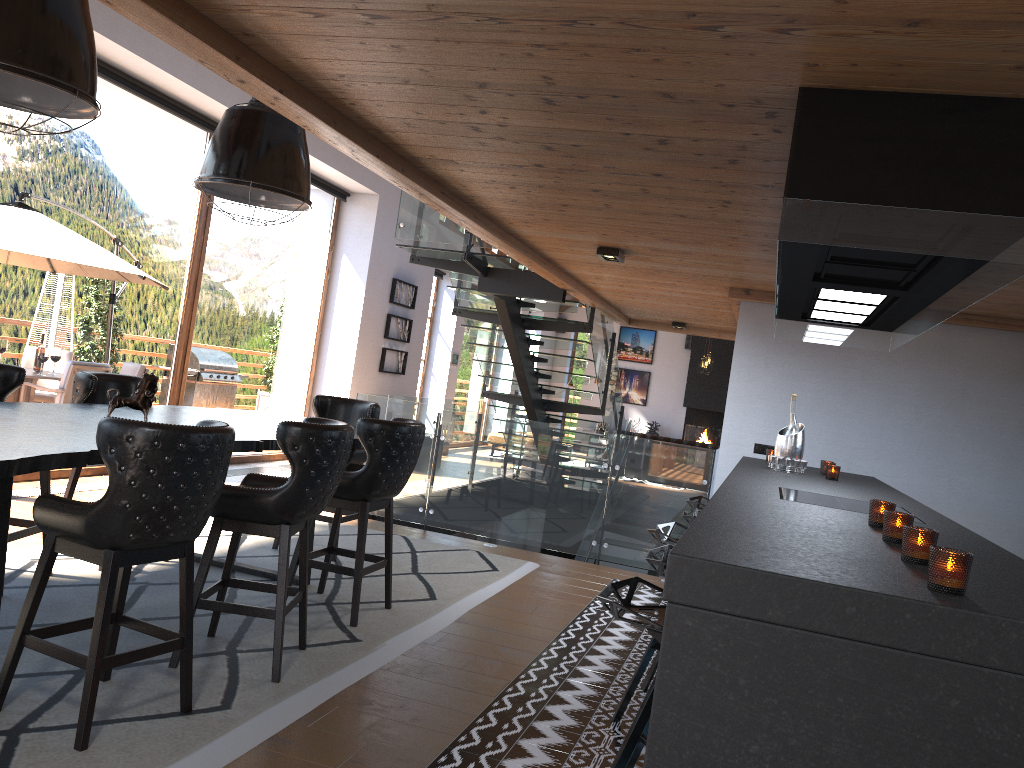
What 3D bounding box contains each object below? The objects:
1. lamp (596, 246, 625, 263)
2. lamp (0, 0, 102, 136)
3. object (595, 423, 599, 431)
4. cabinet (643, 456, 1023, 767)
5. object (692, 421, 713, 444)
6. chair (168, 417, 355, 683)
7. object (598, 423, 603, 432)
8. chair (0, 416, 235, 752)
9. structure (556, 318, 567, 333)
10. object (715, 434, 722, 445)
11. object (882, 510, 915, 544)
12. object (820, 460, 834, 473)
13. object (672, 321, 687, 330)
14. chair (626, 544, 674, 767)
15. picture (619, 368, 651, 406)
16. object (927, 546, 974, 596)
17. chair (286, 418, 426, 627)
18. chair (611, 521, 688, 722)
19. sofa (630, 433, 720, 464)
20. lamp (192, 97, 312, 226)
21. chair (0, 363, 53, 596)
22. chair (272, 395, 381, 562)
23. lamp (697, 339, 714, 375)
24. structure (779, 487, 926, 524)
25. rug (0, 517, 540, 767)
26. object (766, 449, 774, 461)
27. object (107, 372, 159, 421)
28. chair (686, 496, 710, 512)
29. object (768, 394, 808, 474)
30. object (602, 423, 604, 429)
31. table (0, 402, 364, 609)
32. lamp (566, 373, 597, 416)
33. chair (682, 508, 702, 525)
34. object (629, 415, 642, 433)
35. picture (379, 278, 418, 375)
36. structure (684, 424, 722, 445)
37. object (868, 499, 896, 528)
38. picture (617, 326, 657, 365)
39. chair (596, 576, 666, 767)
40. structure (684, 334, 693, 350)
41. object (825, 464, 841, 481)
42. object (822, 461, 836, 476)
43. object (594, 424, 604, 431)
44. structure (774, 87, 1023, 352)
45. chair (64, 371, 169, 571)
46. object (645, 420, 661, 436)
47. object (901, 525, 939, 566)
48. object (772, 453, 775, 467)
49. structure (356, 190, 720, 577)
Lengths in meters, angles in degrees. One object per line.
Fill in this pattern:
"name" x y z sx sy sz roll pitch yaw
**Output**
"lamp" 0.682 -0.897 6.107 0.154 0.068 0.262 8 0 16
"lamp" -1.517 -3.249 3.264 0.627 4.686 0.615 9 -1 -29
"object" 1.610 0.848 16.614 0.087 0.286 0.088 8 -1 28
"cabinet" 1.319 1.029 3.908 0.884 1.104 4.827 8 0 16
"object" 3.681 1.139 17.110 0.403 0.808 0.625 8 -1 27
"chair" -1.053 0.682 3.897 0.568 1.092 0.504 8 -1 0
"object" 1.654 0.855 16.533 0.088 0.286 0.086 9 -1 -34
"chair" -1.347 0.650 3.123 0.563 1.092 0.508 8 -1 25
"structure" 1.200 -1.415 21.470 0.212 0.349 0.215 8 -1 16
"object" 4.619 1.532 19.677 0.310 1.018 0.305 9 -1 -29
"object" 1.065 0.396 2.449 0.080 0.081 0.078 9 0 -29
"object" 1.971 0.523 5.555 0.080 0.081 0.079 9 0 -19
"object" 2.017 -0.710 10.683 0.154 0.068 0.262 8 0 16
"chair" 0.675 1.067 3.274 0.467 0.839 0.541 8 -1 13
"picture" 2.802 0.063 21.040 0.874 0.816 0.036 8 -1 15
"object" 0.858 0.367 1.742 0.080 0.081 0.078 9 0 -29
"chair" -0.829 0.713 4.839 0.565 1.092 0.507 8 -1 15
"chair" 0.798 1.084 3.983 0.466 0.839 0.543 8 -1 22
"sofa" 2.953 1.381 15.696 2.552 0.838 1.246 8 0 15
"lamp" -1.068 -3.186 4.800 0.627 4.686 0.615 9 -1 -29
"chair" -2.626 0.449 4.428 0.568 1.092 0.504 8 -1 0
"chair" -1.273 0.644 6.261 0.501 1.092 0.571 8 -1 15
"lamp" 4.011 -1.302 17.794 0.261 2.202 0.805 8 -1 7
"structure" 1.314 0.480 3.494 0.501 0.017 0.614 8 0 16
"rug" -1.741 1.131 4.617 2.537 0.047 5.663 8 0 16
"object" 1.788 0.495 6.104 0.080 0.081 0.078 9 0 -39
"object" -1.852 0.056 4.319 0.222 0.253 0.115 9 -1 -22
"chair" 1.258 1.148 5.462 0.466 0.839 0.542 8 -1 16
"object" 1.636 0.287 5.188 0.225 0.452 0.226 8 -1 16
"object" 1.699 0.861 16.692 0.087 0.286 0.088 8 -1 26
"table" -1.823 0.660 4.328 1.421 0.950 3.818 8 0 16
"lamp" 1.413 0.611 20.189 0.522 1.899 1.336 8 -1 37
"chair" 1.086 1.125 4.721 0.467 0.839 0.541 8 -1 13
"object" 2.844 0.978 20.624 0.260 0.532 0.424 9 0 -15
"picture" -1.607 -0.797 12.600 0.059 1.312 0.778 8 -1 16
"structure" 4.399 1.243 20.142 0.977 0.514 0.184 8 -1 15
"object" 1.168 0.410 2.802 0.080 0.081 0.078 9 0 -29
"picture" 2.948 -0.921 21.054 0.874 0.816 0.036 8 -1 15
"chair" 0.430 1.033 2.533 0.466 0.839 0.542 8 -1 17
"structure" 4.142 -0.978 20.654 0.212 0.349 0.215 8 -1 16
"object" 1.810 0.500 5.002 0.080 0.081 0.079 9 0 -19
"object" 1.917 0.515 5.372 0.080 0.081 0.079 9 0 -19
"object" 2.119 1.040 20.889 0.228 0.183 0.401 9 0 -30
"structure" 1.616 -0.549 4.109 0.707 0.476 3.268 8 0 16
"chair" -2.335 0.499 5.202 0.563 1.092 0.508 8 -1 25
"object" 3.272 1.069 20.572 0.338 0.455 0.337 8 -1 41
"object" 0.961 0.382 2.095 0.080 0.081 0.078 9 0 -29
"object" 1.633 0.473 5.447 0.080 0.081 0.079 9 0 -19
"structure" -2.097 0.679 9.963 9.158 6.399 11.087 8 0 16
